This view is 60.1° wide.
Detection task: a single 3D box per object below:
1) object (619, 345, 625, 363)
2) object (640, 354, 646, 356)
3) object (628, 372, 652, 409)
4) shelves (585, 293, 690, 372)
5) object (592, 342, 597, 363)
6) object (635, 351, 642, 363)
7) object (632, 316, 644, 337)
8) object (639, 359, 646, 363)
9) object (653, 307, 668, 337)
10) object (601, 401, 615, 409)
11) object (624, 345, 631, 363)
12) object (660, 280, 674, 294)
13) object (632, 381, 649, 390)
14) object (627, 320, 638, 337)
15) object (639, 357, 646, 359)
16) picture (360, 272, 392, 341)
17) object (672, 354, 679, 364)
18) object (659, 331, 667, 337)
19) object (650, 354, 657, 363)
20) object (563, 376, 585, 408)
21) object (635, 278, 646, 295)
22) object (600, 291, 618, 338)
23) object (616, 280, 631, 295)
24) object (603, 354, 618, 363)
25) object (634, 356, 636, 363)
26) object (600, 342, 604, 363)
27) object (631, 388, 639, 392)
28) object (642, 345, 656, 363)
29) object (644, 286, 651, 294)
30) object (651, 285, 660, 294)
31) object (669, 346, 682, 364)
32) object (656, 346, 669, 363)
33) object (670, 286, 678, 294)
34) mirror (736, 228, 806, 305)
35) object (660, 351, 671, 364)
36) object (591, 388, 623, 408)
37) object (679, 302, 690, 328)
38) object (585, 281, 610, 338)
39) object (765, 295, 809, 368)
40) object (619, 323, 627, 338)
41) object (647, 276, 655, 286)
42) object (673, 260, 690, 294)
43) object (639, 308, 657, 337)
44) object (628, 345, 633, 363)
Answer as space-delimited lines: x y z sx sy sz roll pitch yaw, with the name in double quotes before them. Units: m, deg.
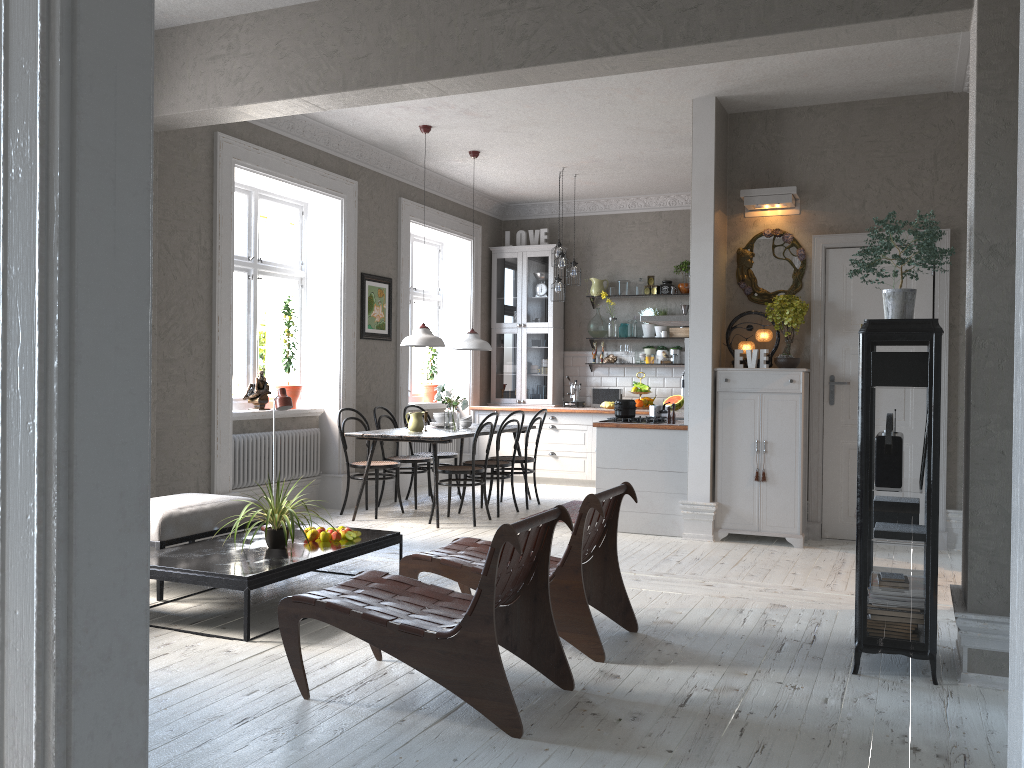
"object" 1.289 -0.348 10.340 0.081 0.217 0.082 1 1 10
"object" 1.497 -0.321 10.138 0.077 0.051 0.078 1 1 9
"object" 1.459 0.074 10.042 0.350 0.425 0.354 1 1 9
"shelves" 1.508 -0.561 10.234 1.296 0.923 0.232 1 1 23
"object" 0.976 -0.373 10.471 0.053 0.264 0.061 1 1 -5
"object" 1.453 -0.306 10.204 0.079 0.139 0.078 1 1 -4
"object" 1.473 -0.665 10.348 0.129 0.264 0.134 1 1 29
"object" 1.496 -0.261 10.139 0.076 0.051 0.078 1 1 16
"object" 1.695 -0.719 10.130 0.186 0.380 0.167 1 1 -16
"object" 1.098 0.239 10.011 0.194 0.083 0.192 1 1 24
"object" 1.331 -0.346 10.219 0.081 0.217 0.082 1 1 10
"object" 1.776 -1.098 10.142 0.140 0.174 0.144 1 1 24
"object" 1.462 0.019 10.012 0.207 0.101 0.068 1 1 29
"object" 1.388 -0.636 10.218 0.127 0.206 0.122 0 1 -44
"object" 1.496 -0.278 10.138 0.076 0.051 0.078 1 1 16
"picture" -1.290 -0.727 8.464 0.019 0.619 0.529 1 1 24
"object" 1.849 -0.284 10.022 0.077 0.108 0.078 1 1 17
"object" 1.727 -0.564 10.048 0.064 0.071 0.104 0 1 -36
"object" 1.624 -0.288 10.145 0.077 0.108 0.078 1 1 17
"object" 0.707 0.088 10.301 0.202 0.370 0.359 1 1 24
"object" 1.499 -1.125 10.319 0.141 0.220 0.138 1 1 -17
"object" 1.127 -0.808 10.267 0.189 0.540 0.284 1 1 16
"object" 1.296 -1.110 10.299 0.175 0.184 0.169 0 1 -27
"object" 1.148 -0.295 10.355 0.177 0.111 0.096 1 1 0
"object" 1.456 -0.279 10.286 0.076 0.083 0.079 1 1 41
"object" 1.065 -0.372 10.416 0.062 0.264 0.052 0 1 -30
"object" 1.404 0.076 10.071 0.095 0.078 0.102 1 1 11
"object" 1.582 -0.345 10.241 0.156 0.217 0.156 1 1 3
"object" 1.565 -1.071 10.180 0.081 0.113 0.084 1 1 24
"object" 1.643 -1.069 10.143 0.081 0.113 0.084 1 1 34
"object" 1.881 -0.334 10.134 0.156 0.213 0.155 1 1 21
"object" 1.728 -0.338 10.190 0.150 0.214 0.170 0 1 -37
"object" 1.836 -1.057 10.009 0.092 0.096 0.076 1 1 24
"mirror" 1.994 -0.908 6.837 0.524 0.593 0.072 1 1 23
"object" 1.758 -0.303 10.080 0.119 0.147 0.100 1 1 -9
"object" 1.096 0.165 10.234 0.346 0.226 0.089 1 1 23
"object" 1.962 -0.778 10.045 0.130 0.287 0.131 1 1 9
"object" 0.987 -0.879 10.374 0.336 0.674 0.336 1 1 -8
"object" 2.057 -0.391 6.584 0.347 0.553 0.291 0 1 -32
"object" 1.313 -0.621 10.348 0.124 0.172 0.128 1 1 27
"object" 1.592 -1.182 10.154 0.082 0.113 0.083 1 1 4
"object" 1.970 -1.206 10.009 0.246 0.397 0.255 0 1 -42
"object" 1.596 -0.709 10.229 0.239 0.354 0.239 1 1 41
"object" 1.366 -0.347 10.303 0.081 0.217 0.082 1 1 10
